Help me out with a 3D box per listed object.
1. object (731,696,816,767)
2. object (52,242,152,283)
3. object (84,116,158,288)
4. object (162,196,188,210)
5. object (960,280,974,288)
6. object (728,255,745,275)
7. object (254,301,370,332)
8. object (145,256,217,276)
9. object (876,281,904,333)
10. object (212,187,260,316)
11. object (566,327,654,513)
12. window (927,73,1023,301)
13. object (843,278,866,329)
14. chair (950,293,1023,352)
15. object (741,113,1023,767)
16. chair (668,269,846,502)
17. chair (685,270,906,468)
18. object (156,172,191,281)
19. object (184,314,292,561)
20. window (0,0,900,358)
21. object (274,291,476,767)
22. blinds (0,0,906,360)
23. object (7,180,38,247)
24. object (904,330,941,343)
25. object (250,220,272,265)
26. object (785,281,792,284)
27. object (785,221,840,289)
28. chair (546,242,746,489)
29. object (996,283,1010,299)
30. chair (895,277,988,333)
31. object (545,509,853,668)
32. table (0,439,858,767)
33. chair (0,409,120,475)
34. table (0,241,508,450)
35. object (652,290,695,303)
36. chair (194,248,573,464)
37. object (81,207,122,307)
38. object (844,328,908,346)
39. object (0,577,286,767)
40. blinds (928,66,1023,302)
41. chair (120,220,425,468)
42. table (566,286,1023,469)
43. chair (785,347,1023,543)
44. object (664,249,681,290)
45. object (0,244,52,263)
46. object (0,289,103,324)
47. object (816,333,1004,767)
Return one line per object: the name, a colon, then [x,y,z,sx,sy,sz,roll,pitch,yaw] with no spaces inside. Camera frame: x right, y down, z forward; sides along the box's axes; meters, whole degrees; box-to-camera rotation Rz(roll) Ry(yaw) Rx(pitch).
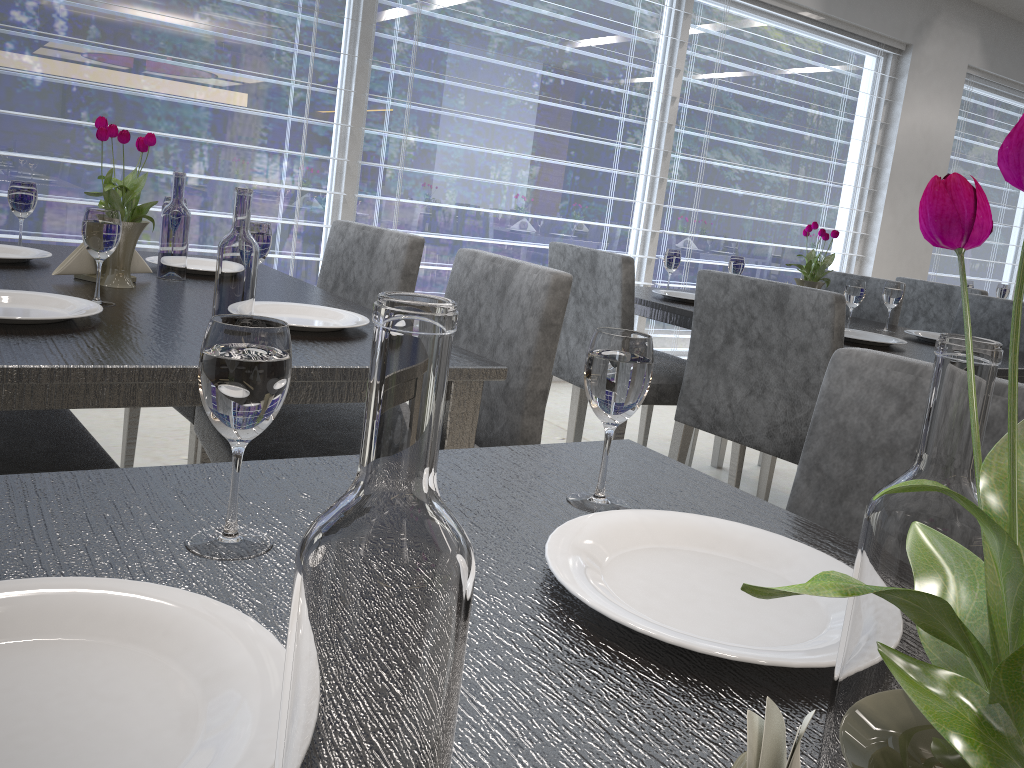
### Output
object: [0.071,0.139,0.253,0.070,0.099,0.204,12,12,25]
object: [-0.703,-0.230,1.533,0.070,0.099,0.204,12,12,25]
object: [-0.652,-0.300,1.472,0.104,0.273,0.156,2,10,-37]
object: [-0.743,-0.340,1.938,0.053,0.138,0.054,9,8,13]
object: [1.903,-0.367,3.716,0.053,0.138,0.054,9,8,7]
object: [0.738,-0.355,2.933,0.053,0.138,0.054,9,8,7]
object: [-0.328,-0.101,1.358,0.219,0.015,0.217,15,14,33]
object: [-0.646,-0.243,1.838,0.219,0.015,0.217,15,14,33]
object: [1.052,-0.215,2.460,0.053,0.138,0.054,9,8,7]
object: [-0.355,-0.153,1.144,0.052,0.199,0.052,10,8,20]
object: [0.078,0.028,0.696,0.053,0.138,0.054,9,8,13]
window: [4.288,-1.151,7.095,3.656,2.051,0.160,0,10,-34]
object: [0.879,-0.201,2.287,0.053,0.138,0.054,9,8,13]
chair: [1.242,0.131,2.502,0.491,0.754,0.483,3,10,-29]
object: [0.121,0.069,0.191,0.104,0.273,0.156,2,10,-37]
chair: [0.691,0.134,2.144,0.492,0.754,0.482,0,11,-39]
chair: [0.952,-0.002,2.954,0.492,0.754,0.482,0,11,-39]
object: [-0.628,-0.294,1.649,0.052,0.199,0.052,10,8,20]
object: [-0.164,0.030,0.533,0.053,0.138,0.054,9,8,13]
window: [-0.690,-1.100,3.752,7.096,2.050,0.160,0,11,-34]
object: [-0.039,0.074,0.259,0.052,0.199,0.052,9,8,8]
blinds: [-0.638,-1.101,3.656,7.091,2.021,0.046,0,11,-34]
object: [-0.985,-0.337,1.776,0.053,0.138,0.054,9,8,13]
object: [1.161,-0.116,2.358,0.216,0.015,0.220,0,14,-34]
object: [-0.429,-0.200,1.465,0.053,0.138,0.054,9,8,13]
object: [0.786,-0.245,2.534,0.070,0.099,0.204,12,12,25]
object: [0.837,-0.315,2.472,0.104,0.273,0.156,2,10,-37]
chair: [0.356,0.007,2.544,0.491,0.754,0.483,3,10,-29]
object: [2.145,-0.369,3.878,0.053,0.138,0.054,9,8,7]
chair: [1.761,-0.008,3.487,0.491,0.754,0.483,3,10,-29]
object: [0.127,0.126,0.557,0.219,0.015,0.217,16,14,35]
table: [0.082,0.513,0.258,0.776,0.627,1.205,1,13,-34]
chair: [-0.798,0.149,1.143,0.492,0.754,0.482,0,11,-39]
table: [-0.692,0.144,1.538,0.776,0.627,1.205,1,13,-34]
object: [0.523,-0.255,2.623,0.216,0.015,0.220,0,14,-34]
chair: [-0.247,0.146,1.502,0.491,0.754,0.483,3,10,-29]
object: [-0.602,-0.186,1.292,0.053,0.138,0.054,9,8,13]
object: [0.841,-0.113,2.143,0.216,0.015,0.220,0,14,-34]
object: [-0.193,0.129,0.342,0.219,0.015,0.217,16,14,35]
blinds: [4.356,-1.152,7.011,3.647,2.022,0.046,0,10,-34]
chair: [-0.537,0.014,1.953,0.492,0.754,0.482,0,11,-39]
table: [0.797,0.129,2.538,0.776,0.627,1.205,1,13,-34]
chair: [0.233,0.380,0.683,0.492,0.754,0.482,0,11,-39]
object: [0.496,-0.352,2.771,0.053,0.138,0.054,9,8,13]
object: [-0.966,-0.240,1.623,0.219,0.015,0.217,15,14,33]
object: [-0.648,-0.098,1.143,0.219,0.015,0.217,15,14,33]
object: [0.166,0.080,0.357,0.052,0.199,0.052,9,8,8]
